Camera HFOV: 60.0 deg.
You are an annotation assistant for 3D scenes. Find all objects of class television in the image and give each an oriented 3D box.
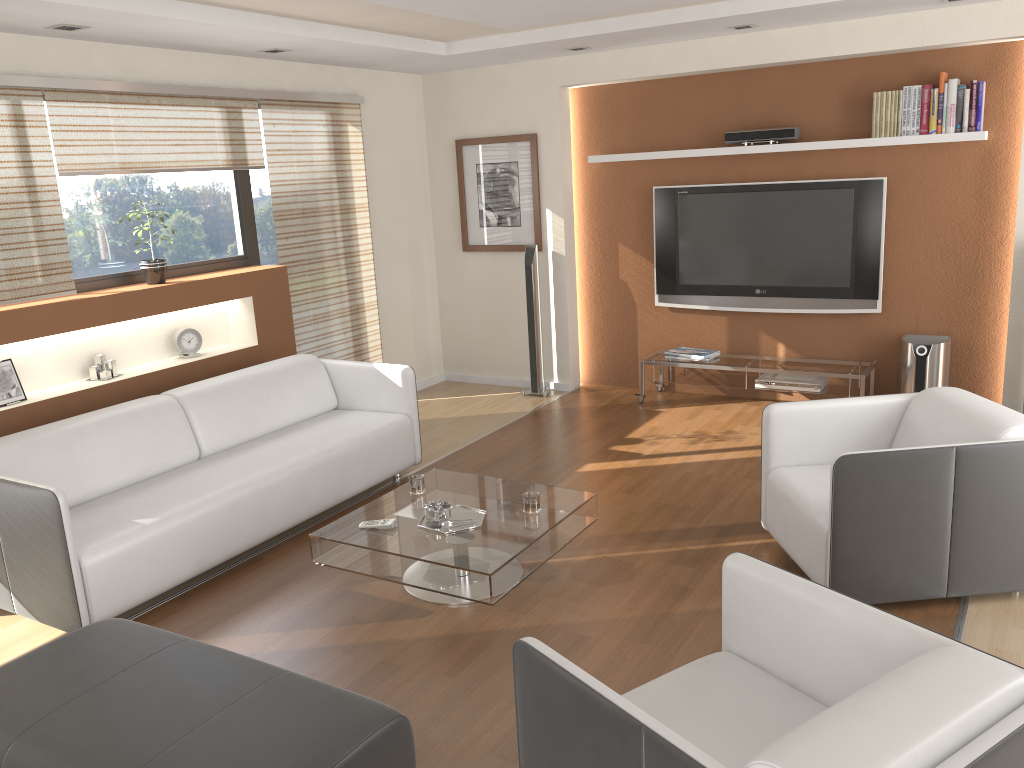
[{"bbox_3d":[1.759,-0.956,6.223,1.594,0.900,0.097,5,16,31],"label":"television"}]

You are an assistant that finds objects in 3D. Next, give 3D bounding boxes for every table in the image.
[{"bbox_3d":[-0.226,0.705,3.883,0.900,0.300,0.900,5,16,31],"label":"table"}]

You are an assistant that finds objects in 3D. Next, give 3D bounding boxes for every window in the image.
[{"bbox_3d":[-1.532,-0.894,6.457,0.010,2.162,0.889,5,16,31],"label":"window"},{"bbox_3d":[-2.559,-1.008,4.707,0.010,0.986,2.817,5,16,31],"label":"window"}]

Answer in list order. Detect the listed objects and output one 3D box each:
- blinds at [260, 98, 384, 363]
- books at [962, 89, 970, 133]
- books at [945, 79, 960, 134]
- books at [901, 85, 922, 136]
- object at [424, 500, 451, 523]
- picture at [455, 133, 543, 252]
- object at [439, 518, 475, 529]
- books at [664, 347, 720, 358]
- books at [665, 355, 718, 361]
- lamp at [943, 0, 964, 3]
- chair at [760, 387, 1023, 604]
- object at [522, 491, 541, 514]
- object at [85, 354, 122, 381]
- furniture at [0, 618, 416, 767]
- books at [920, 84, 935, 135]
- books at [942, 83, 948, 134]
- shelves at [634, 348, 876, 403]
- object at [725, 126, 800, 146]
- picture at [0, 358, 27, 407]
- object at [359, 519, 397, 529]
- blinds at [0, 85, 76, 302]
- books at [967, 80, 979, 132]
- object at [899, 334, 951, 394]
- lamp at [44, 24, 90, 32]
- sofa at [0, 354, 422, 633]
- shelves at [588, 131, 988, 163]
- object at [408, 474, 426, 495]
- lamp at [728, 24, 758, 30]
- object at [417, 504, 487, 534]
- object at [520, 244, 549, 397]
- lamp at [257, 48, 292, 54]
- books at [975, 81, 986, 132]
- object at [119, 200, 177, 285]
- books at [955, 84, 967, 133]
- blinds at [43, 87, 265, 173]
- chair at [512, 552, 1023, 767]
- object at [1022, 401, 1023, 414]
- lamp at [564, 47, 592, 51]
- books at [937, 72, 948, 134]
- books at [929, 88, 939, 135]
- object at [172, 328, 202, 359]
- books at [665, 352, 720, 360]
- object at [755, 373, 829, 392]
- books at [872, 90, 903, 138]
[{"bbox_3d":[-1.299,-0.880,6.315,0.001,2.200,0.980,5,16,31],"label":"blinds"},{"bbox_3d":[2.754,-1.650,5.365,0.028,0.248,0.169,5,16,31],"label":"books"},{"bbox_3d":[2.681,-1.686,5.394,0.050,0.313,0.179,5,16,31],"label":"books"},{"bbox_3d":[2.494,-1.696,5.516,0.104,0.295,0.146,5,16,31],"label":"books"},{"bbox_3d":[-0.316,0.540,3.770,0.118,0.079,0.117,7,17,37],"label":"object"},{"bbox_3d":[-0.107,-1.485,6.967,0.734,0.884,0.025,5,16,31],"label":"picture"},{"bbox_3d":[-0.228,0.574,3.704,0.147,0.035,0.051,-7,14,-17],"label":"object"},{"bbox_3d":[1.311,-0.234,6.455,0.326,0.017,0.228,9,18,42],"label":"books"},{"bbox_3d":[1.313,-0.209,6.461,0.326,0.017,0.228,6,16,34],"label":"books"},{"bbox_3d":[2.448,-2.154,4.859,0.146,0.087,0.146,5,16,31],"label":"lamp"},{"bbox_3d":[1.613,0.439,3.687,0.919,0.706,0.767,-4,14,-3],"label":"chair"},{"bbox_3d":[0.084,0.510,3.816,0.079,0.077,0.079,2,14,20],"label":"object"},{"bbox_3d":[-2.276,-0.099,4.930,0.141,0.131,0.141,-1,14,9],"label":"object"},{"bbox_3d":[-0.984,1.024,2.523,1.291,0.301,0.685,5,16,31],"label":"furniture"},{"bbox_3d":[2.562,-1.688,5.472,0.053,0.293,0.169,5,16,31],"label":"books"},{"bbox_3d":[2.654,-1.681,5.419,0.022,0.293,0.167,5,16,31],"label":"books"},{"bbox_3d":[1.688,-0.007,6.298,1.617,0.340,0.444,5,16,31],"label":"shelves"},{"bbox_3d":[1.692,-1.673,6.005,0.470,0.109,0.182,5,16,31],"label":"object"},{"bbox_3d":[-2.551,-0.007,4.431,0.133,0.216,0.159,3,15,26],"label":"picture"},{"bbox_3d":[-0.568,0.589,3.740,0.158,0.029,0.064,0,14,12],"label":"object"},{"bbox_3d":[-2.696,-0.829,3.965,0.001,1.044,1.432,5,16,31],"label":"blinds"},{"bbox_3d":[2.782,-1.669,5.342,0.041,0.293,0.169,5,16,31],"label":"books"},{"bbox_3d":[2.661,-0.032,5.746,0.286,0.518,0.323,5,16,30],"label":"object"},{"bbox_3d":[-2.129,-1.744,4.234,0.146,0.087,0.146,5,16,31],"label":"lamp"},{"bbox_3d":[-1.509,0.389,4.529,0.919,0.661,2.238,5,16,31],"label":"sofa"},{"bbox_3d":[1.736,-1.593,6.004,2.612,0.050,0.200,5,16,31],"label":"shelves"},{"bbox_3d":[-0.441,0.466,4.119,0.079,0.077,0.079,2,14,20],"label":"object"},{"bbox_3d":[1.424,-2.243,5.466,0.146,0.087,0.146,5,16,31],"label":"lamp"},{"bbox_3d":[-0.252,0.574,3.769,0.315,0.011,0.273,7,17,37],"label":"object"},{"bbox_3d":[0.178,-0.489,6.887,0.228,1.165,0.215,3,15,26],"label":"object"},{"bbox_3d":[-1.440,-2.053,5.353,0.146,0.087,0.146,5,16,31],"label":"lamp"},{"bbox_3d":[2.813,-1.663,5.325,0.029,0.286,0.169,5,16,31],"label":"books"},{"bbox_3d":[-2.055,-0.812,5.096,0.342,0.477,0.268,2,14,21],"label":"object"},{"bbox_3d":[2.726,-1.669,5.384,0.041,0.278,0.157,5,16,31],"label":"books"},{"bbox_3d":[-1.975,-1.452,5.091,0.001,0.441,1.432,5,16,31],"label":"blinds"},{"bbox_3d":[0.580,0.878,2.013,0.767,0.661,0.919,-12,16,-32],"label":"chair"},{"bbox_3d":[3.066,-0.239,5.177,0.228,1.165,0.215,7,17,35],"label":"object"},{"bbox_3d":[0.450,-2.327,6.043,0.146,0.087,0.146,5,16,31],"label":"lamp"},{"bbox_3d":[2.630,-1.714,5.423,0.028,0.358,0.169,5,16,31],"label":"books"},{"bbox_3d":[2.598,-1.670,5.445,0.041,0.266,0.186,5,16,31],"label":"books"},{"bbox_3d":[-1.977,-0.254,5.407,0.160,0.176,0.096,-16,18,-42],"label":"object"},{"bbox_3d":[1.312,-0.222,6.458,0.228,0.017,0.326,-15,18,-40],"label":"books"},{"bbox_3d":[1.930,-0.016,6.116,0.435,0.052,0.274,5,16,31],"label":"object"},{"bbox_3d":[2.376,-1.696,5.586,0.167,0.275,0.195,5,16,31],"label":"books"}]
